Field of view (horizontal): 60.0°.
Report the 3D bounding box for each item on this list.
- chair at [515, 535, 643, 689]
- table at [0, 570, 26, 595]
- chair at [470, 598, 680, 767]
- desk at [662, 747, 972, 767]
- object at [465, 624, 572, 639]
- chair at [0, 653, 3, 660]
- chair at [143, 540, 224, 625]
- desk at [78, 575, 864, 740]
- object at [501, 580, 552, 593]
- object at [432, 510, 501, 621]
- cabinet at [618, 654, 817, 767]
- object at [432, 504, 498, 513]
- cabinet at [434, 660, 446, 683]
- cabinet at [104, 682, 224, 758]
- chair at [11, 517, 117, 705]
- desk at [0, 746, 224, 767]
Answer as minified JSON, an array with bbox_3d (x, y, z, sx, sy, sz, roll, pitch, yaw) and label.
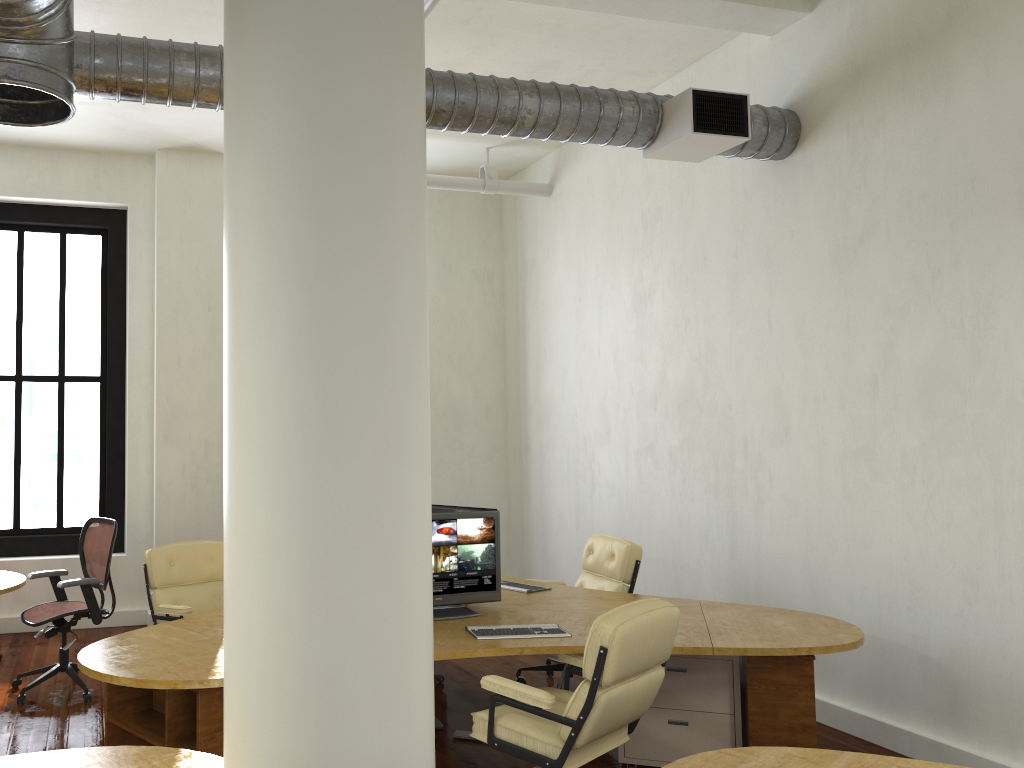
[{"bbox_3d":[0.416,1.559,6.061,0.746,1.021,0.750,0,-4,-16],"label":"chair"},{"bbox_3d":[-4.059,1.728,5.973,1.523,0.745,1.443,-1,-3,5],"label":"table"},{"bbox_3d":[0.264,1.428,3.859,0.858,1.021,0.647,-4,-4,39],"label":"chair"},{"bbox_3d":[1.927,1.402,1.343,3.855,0.734,3.508,-3,-4,39],"label":"desk"},{"bbox_3d":[0.027,1.225,4.393,0.465,0.016,0.235,0,-3,-8],"label":"object"},{"bbox_3d":[-4.354,1.584,6.945,0.702,1.158,0.786,0,-4,-13],"label":"chair"},{"bbox_3d":[-1.958,1.560,5.764,0.858,1.021,0.647,-4,-5,44],"label":"chair"},{"bbox_3d":[-0.563,1.673,5.517,3.729,0.734,3.655,0,-4,-15],"label":"desk"},{"bbox_3d":[-0.002,1.308,5.769,0.207,0.016,0.522,3,-5,-42],"label":"object"},{"bbox_3d":[-0.409,0.988,4.875,0.753,0.552,0.311,1,-4,-23],"label":"object"},{"bbox_3d":[1.025,1.626,4.633,0.940,0.709,0.837,-2,-4,14],"label":"cabinet"},{"bbox_3d":[-0.396,1.023,5.451,0.889,0.552,0.263,-4,-5,43],"label":"object"},{"bbox_3d":[-0.934,1.756,6.545,0.847,0.709,0.930,0,-4,-16],"label":"cabinet"},{"bbox_3d":[-1.342,1.620,4.225,0.974,0.709,0.802,-4,-5,44],"label":"cabinet"},{"bbox_3d":[-5.046,1.383,3.530,1.040,1.158,7.168,-3,-4,36],"label":"chair"},{"bbox_3d":[-2.605,1.444,1.445,3.734,0.734,3.642,-2,-4,17],"label":"desk"}]
